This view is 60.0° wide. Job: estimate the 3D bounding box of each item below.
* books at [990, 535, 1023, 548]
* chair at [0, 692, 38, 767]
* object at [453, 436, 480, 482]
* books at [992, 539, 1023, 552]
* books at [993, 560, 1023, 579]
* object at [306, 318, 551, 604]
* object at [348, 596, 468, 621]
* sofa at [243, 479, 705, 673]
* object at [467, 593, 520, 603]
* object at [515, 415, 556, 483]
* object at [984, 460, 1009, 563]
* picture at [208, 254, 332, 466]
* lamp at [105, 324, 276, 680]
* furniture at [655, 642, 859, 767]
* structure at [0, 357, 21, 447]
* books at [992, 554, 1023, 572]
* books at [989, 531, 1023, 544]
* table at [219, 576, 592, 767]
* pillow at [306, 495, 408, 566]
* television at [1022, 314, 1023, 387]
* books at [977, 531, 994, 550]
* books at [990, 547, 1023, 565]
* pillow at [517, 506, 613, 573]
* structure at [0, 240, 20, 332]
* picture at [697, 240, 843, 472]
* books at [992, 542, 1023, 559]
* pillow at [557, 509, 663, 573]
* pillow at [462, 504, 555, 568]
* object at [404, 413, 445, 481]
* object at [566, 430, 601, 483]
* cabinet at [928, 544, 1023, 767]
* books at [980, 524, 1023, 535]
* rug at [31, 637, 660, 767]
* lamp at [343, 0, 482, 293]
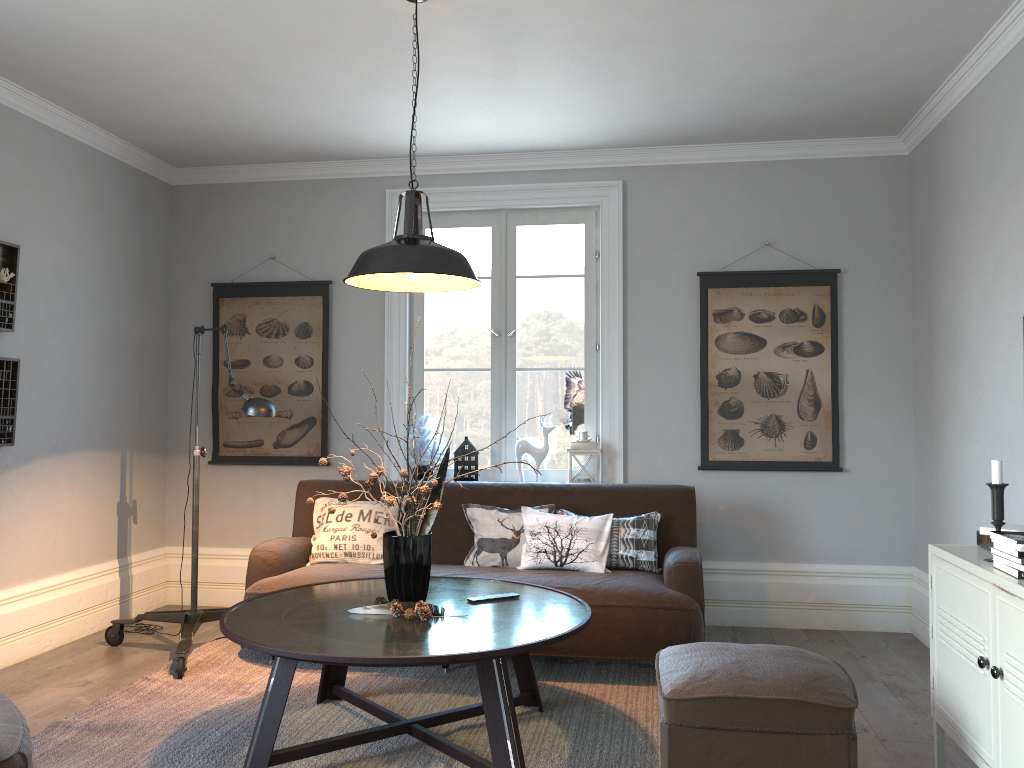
[{"bbox_3d":[1.477,0.430,2.413,0.260,0.010,0.196,0,-2,7],"label":"books"},{"bbox_3d":[-1.614,0.855,1.998,0.970,0.795,0.807,2,-3,-40],"label":"chair"},{"bbox_3d":[-0.269,0.451,5.231,0.155,0.285,0.155,0,-2,-1],"label":"object"},{"bbox_3d":[1.481,0.439,2.411,0.265,0.010,0.196,0,-2,9],"label":"books"},{"bbox_3d":[1.487,0.506,2.411,0.271,0.022,0.200,0,-2,11],"label":"books"},{"bbox_3d":[-0.272,0.274,3.127,0.853,1.066,0.525,1,-2,-20],"label":"object"},{"bbox_3d":[-0.365,0.778,3.094,0.404,0.067,0.153,-1,-2,26],"label":"object"},{"bbox_3d":[-0.168,0.927,4.394,2.165,0.825,0.968,0,-2,9],"label":"sofa"},{"bbox_3d":[-0.070,0.809,3.365,0.207,0.011,0.051,1,-2,-31],"label":"object"},{"bbox_3d":[0.136,0.383,5.090,0.239,0.410,0.128,0,-2,5],"label":"object"},{"bbox_3d":[1.446,0.374,2.640,0.083,0.311,0.082,1,-2,-14],"label":"object"},{"bbox_3d":[-1.497,-0.155,5.498,0.793,1.313,0.057,0,-2,9],"label":"picture"},{"bbox_3d":[-1.635,0.532,4.677,0.797,1.645,1.863,2,-3,-43],"label":"lamp"},{"bbox_3d":[0.738,1.059,2.743,0.583,0.440,0.574,0,-2,9],"label":"furniture"},{"bbox_3d":[-2.400,0.077,3.969,0.086,0.416,0.467,0,-2,9],"label":"structure"},{"bbox_3d":[1.477,0.487,2.407,0.253,0.016,0.200,0,-2,7],"label":"books"},{"bbox_3d":[1.481,0.421,2.420,0.263,0.008,0.212,0,-2,10],"label":"books"},{"bbox_3d":[-0.367,1.057,3.175,1.300,0.503,1.299,0,-2,2],"label":"table"},{"bbox_3d":[-0.810,0.765,4.612,0.519,0.369,0.240,0,-2,9],"label":"pillow"},{"bbox_3d":[1.878,0.004,2.842,0.041,0.657,1.063,0,-2,9],"label":"television"},{"bbox_3d":[1.626,0.505,2.786,0.218,0.049,0.276,0,-2,9],"label":"books"},{"bbox_3d":[1.487,0.472,2.415,0.271,0.016,0.222,0,-2,9],"label":"books"},{"bbox_3d":[0.258,0.761,4.327,0.471,0.309,0.188,0,-2,10],"label":"pillow"},{"bbox_3d":[-2.393,-0.460,3.970,0.105,0.416,0.468,0,-2,9],"label":"structure"},{"bbox_3d":[1.454,-0.165,5.032,0.793,1.313,0.057,0,-2,9],"label":"picture"},{"bbox_3d":[1.477,0.454,2.414,0.251,0.019,0.200,0,-2,11],"label":"books"},{"bbox_3d":[0.474,0.777,4.405,0.542,0.288,0.183,0,-2,10],"label":"pillow"},{"bbox_3d":[-0.019,0.773,4.446,0.472,0.348,0.159,0,-2,6],"label":"pillow"},{"bbox_3d":[-0.539,0.381,5.269,0.262,0.424,0.247,-2,-3,45],"label":"object"},{"bbox_3d":[0.408,0.428,5.104,0.193,0.322,0.193,0,-2,3],"label":"object"},{"bbox_3d":[1.481,0.893,2.365,0.408,0.757,1.152,0,-2,9],"label":"cabinet"},{"bbox_3d":[1.625,0.470,2.814,0.160,0.024,0.199,2,-2,-37],"label":"books"},{"bbox_3d":[-0.333,1.253,3.198,2.818,0.090,2.399,0,-2,9],"label":"rug"},{"bbox_3d":[-0.359,-0.904,3.254,0.504,1.076,0.504,2,-3,-33],"label":"lamp"}]
